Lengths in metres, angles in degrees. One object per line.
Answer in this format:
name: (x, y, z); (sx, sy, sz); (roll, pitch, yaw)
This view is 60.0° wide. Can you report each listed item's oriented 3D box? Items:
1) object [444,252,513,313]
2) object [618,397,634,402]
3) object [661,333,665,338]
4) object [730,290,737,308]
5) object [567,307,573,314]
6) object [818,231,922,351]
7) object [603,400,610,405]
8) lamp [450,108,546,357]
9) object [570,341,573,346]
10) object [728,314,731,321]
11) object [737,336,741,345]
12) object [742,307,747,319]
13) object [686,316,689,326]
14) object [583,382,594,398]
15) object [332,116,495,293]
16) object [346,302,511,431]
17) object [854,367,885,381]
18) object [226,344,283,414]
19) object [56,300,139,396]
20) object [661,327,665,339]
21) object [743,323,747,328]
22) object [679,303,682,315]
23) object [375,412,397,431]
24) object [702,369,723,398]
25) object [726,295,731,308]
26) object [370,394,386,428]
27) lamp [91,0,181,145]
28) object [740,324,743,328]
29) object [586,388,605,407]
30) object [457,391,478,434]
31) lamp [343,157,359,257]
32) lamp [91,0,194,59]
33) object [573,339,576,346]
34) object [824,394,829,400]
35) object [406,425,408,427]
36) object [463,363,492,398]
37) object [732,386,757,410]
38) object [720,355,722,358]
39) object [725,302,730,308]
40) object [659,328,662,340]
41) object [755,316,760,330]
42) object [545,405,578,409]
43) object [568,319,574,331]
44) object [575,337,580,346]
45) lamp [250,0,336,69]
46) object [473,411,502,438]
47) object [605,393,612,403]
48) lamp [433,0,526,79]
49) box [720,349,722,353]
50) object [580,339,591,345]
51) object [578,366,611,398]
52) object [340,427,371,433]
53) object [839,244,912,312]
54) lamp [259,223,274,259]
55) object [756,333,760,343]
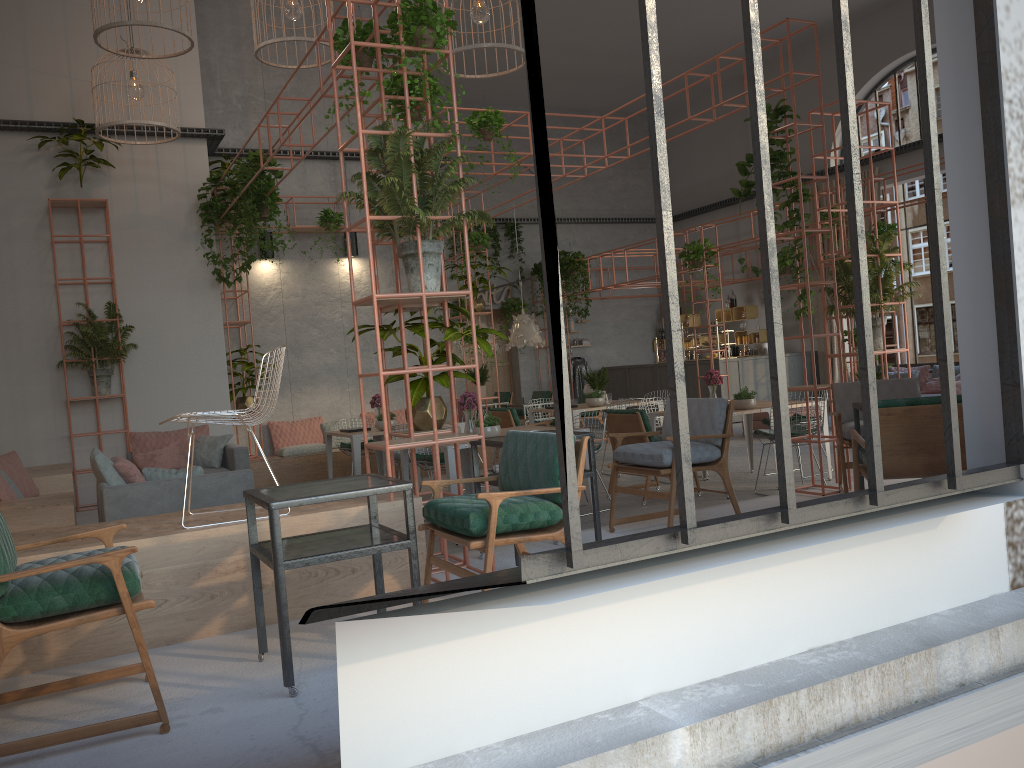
object: (-0.495, -1.527, 13.177); (0.934, 0.947, 0.903); (-4, 1, 25)
object: (1.565, 0.213, 12.124); (0.218, 0.041, 0.218); (-5, 1, -18)
object: (3.635, -1.144, 21.257); (0.115, 0.147, 0.115); (-4, 1, 18)
object: (4.773, -1.837, 19.135); (0.134, 0.386, 0.134); (-6, 2, -38)
object: (1.336, -1.700, 20.479); (0.133, 0.145, 0.133); (-4, 1, 25)
object: (3.346, -0.861, 8.315); (0.894, 1.100, 0.900); (-5, 1, 3)
object: (1.242, 0.239, 11.674); (0.115, 0.078, 0.115); (-5, 1, -21)
lamp: (-0.734, -2.561, 16.461); (0.704, 4.052, 4.456); (-5, 1, -27)
object: (1.373, -0.961, 20.508); (0.055, 0.164, 0.092); (-5, 1, -8)
object: (4.716, -1.427, 19.092); (0.123, 0.142, 0.141); (-5, 1, -27)
object: (4.830, -0.931, 18.848); (0.069, 0.191, 0.069); (-5, 1, -15)
object: (4.937, -1.498, 18.779); (0.137, 0.261, 0.137); (-5, 1, 9)
object: (4.078, -1.463, 20.496); (0.137, 0.261, 0.137); (-5, 1, 9)
object: (1.104, 0.126, 12.173); (0.241, 0.313, 0.241); (-4, 1, 18)
object: (-0.574, -1.087, 5.338); (0.894, 1.101, 0.900); (-4, 1, 28)
object: (-0.524, -0.162, 5.801); (0.934, 0.923, 0.903); (-4, 1, 30)
object: (4.916, 0.024, 12.066); (0.438, 0.527, 0.368); (-5, 1, -27)
object: (-3.517, -0.065, 11.666); (0.934, 0.919, 0.903); (-4, 1, 35)
object: (-4.851, -0.412, 10.402); (0.894, 1.097, 0.900); (-5, 1, 3)
object: (3.637, -1.219, 21.380); (0.066, 0.291, 0.066); (-5, 1, -20)
object: (4.909, -1.202, 18.711); (0.083, 0.159, 0.083); (-4, 1, 18)
object: (3.914, -1.803, 20.852); (0.134, 0.386, 0.134); (-5, 1, 7)
object: (-1.446, 0.407, 10.150); (0.248, 0.247, 0.254); (-5, 1, -27)
object: (2.211, 0.040, 9.721); (0.213, 0.414, 0.225); (-6, 1, -34)
object: (4.723, -1.795, 19.323); (0.134, 0.301, 0.134); (-6, 2, -38)
object: (-1.626, 0.323, 10.860); (0.213, 0.414, 0.225); (-6, 1, -34)
lamp: (-4.325, -4.526, 9.902); (0.883, 3.476, 0.883); (-4, 1, 26)
object: (4.868, -1.200, 18.793); (0.083, 0.159, 0.083); (-4, 1, 18)
object: (1.068, 0.171, 11.413); (0.248, 0.247, 0.254); (-5, 1, -27)
object: (-0.400, 0.273, 8.410); (0.213, 0.414, 0.225); (-6, 1, -34)
lamp: (-2.375, -2.565, 12.844); (0.179, 1.425, 0.185); (-5, 1, -27)
lamp: (-3.628, -4.971, 8.381); (0.883, 3.476, 0.883); (-4, 1, 26)
object: (1.441, -0.960, 20.519); (0.063, 0.151, 0.063); (-6, 2, -40)
object: (5.296, 0.240, 14.824); (0.199, 0.145, 0.156); (-5, 1, -12)
object: (-1.193, 0.468, 10.451); (0.115, 0.078, 0.115); (-5, 1, -21)
object: (-0.501, -0.055, 13.236); (0.438, 0.527, 0.368); (-5, 1, -27)
object: (2.330, 0.144, 8.933); (0.247, 0.247, 0.252); (-5, 1, -27)
object: (4.035, -0.561, 17.396); (0.073, 0.104, 0.240); (-4, 2, 45)
object: (4.643, -1.694, 19.102); (0.088, 0.123, 0.088); (-4, 1, 30)
object: (3.568, -1.212, 21.345); (0.066, 0.291, 0.066); (-4, 1, 33)
object: (5.132, -1.273, 18.531); (0.075, 0.273, 0.075); (-6, 2, -38)
object: (0.655, 0.305, 11.779); (0.268, 0.031, 0.427); (-5, 1, -27)
object: (1.364, -1.398, 20.495); (0.136, 0.336, 0.145); (-5, 1, -12)
object: (1.511, -0.994, 20.564); (0.081, 0.204, 0.081); (-5, 1, -26)
lamp: (-2.490, -5.311, 9.621); (0.883, 3.476, 0.883); (-4, 1, 26)
object: (-0.223, 0.358, 7.705); (0.247, 0.247, 0.252); (-5, 1, -27)
object: (1.321, 0.193, 12.130); (0.095, 0.119, 0.095); (-5, 1, -2)
lamp: (-0.419, -4.822, 8.518); (0.883, 3.476, 0.883); (-4, 1, 26)
box: (4.573, -0.725, 19.493); (0.058, 0.093, 0.122); (-5, 1, -15)
object: (1.705, -0.979, 20.661); (0.219, 0.149, 0.129); (-5, 1, -27)
object: (1.135, 0.013, 11.846); (0.438, 0.527, 0.368); (-5, 1, -27)
object: (-1.859, 0.542, 10.517); (0.268, 0.031, 0.427); (-5, 1, -27)
object: (4.897, -1.445, 11.986); (0.923, 0.946, 0.924); (-4, 1, 29)
lamp: (-3.451, -2.464, 12.304); (0.179, 1.425, 0.185); (-5, 1, -27)
object: (5.119, -0.953, 18.364); (0.131, 0.207, 0.131); (-4, 1, 18)
